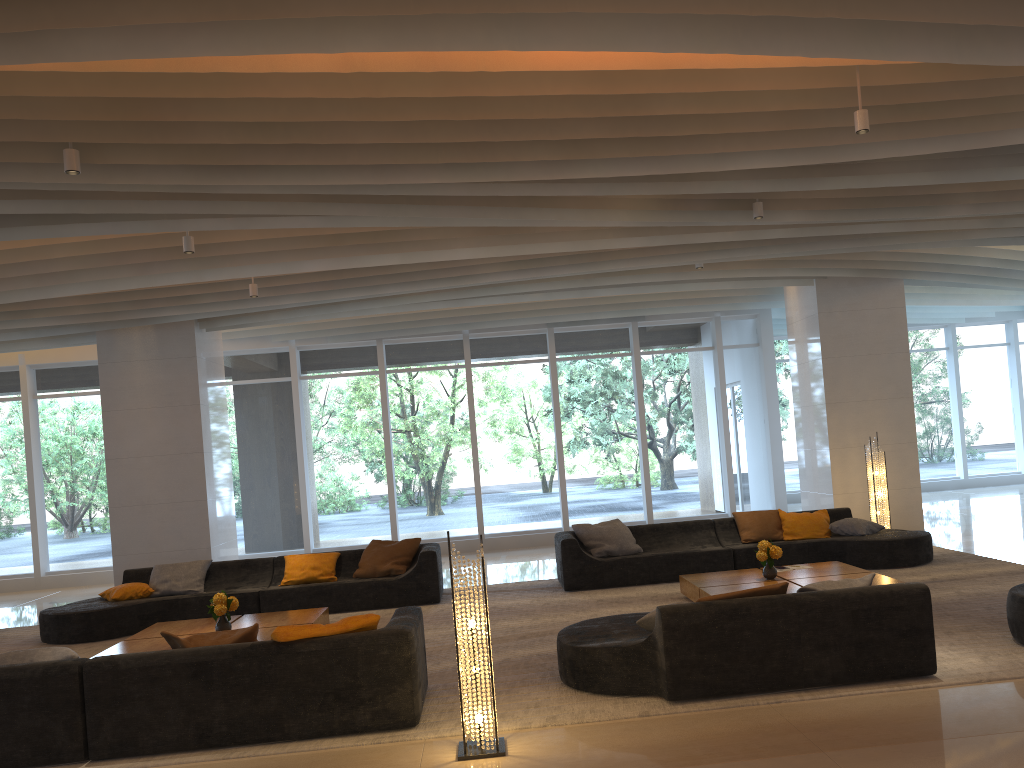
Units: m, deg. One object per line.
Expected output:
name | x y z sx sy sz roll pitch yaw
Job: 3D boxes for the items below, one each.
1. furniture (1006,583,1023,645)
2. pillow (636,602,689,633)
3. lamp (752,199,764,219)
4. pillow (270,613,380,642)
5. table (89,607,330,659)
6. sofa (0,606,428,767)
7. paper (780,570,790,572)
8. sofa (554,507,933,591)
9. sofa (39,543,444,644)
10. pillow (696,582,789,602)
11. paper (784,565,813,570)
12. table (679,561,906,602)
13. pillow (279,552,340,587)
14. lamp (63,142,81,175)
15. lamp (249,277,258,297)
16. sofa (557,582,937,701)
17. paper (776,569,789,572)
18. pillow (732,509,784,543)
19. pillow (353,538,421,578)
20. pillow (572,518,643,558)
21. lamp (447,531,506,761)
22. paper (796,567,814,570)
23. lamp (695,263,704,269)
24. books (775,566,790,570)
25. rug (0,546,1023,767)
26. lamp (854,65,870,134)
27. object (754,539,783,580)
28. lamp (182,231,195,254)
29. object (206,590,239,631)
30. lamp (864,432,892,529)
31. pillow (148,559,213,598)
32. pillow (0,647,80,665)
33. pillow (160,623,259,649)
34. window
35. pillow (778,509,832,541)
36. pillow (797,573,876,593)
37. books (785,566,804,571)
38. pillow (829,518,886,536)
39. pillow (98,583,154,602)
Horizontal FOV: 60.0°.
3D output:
furniture | 3.862 1.543 5.931 0.980 0.363 0.988 -5 -4 6
pillow | 1.093 1.520 5.771 0.423 0.246 0.478 -7 -4 32
lamp | 2.167 -2.246 8.014 0.088 1.504 0.090 -5 -1 42
pillow | -1.174 1.604 5.451 0.646 0.377 0.542 -3 -3 -25
table | -2.520 2.246 7.639 1.603 0.219 1.601 -4 -4 -3
sofa | -2.451 1.900 5.493 3.783 0.582 0.942 -4 -3 -4
paper | 2.585 1.799 8.604 0.198 0.001 0.262 -4 -4 -12
sofa | 2.575 1.836 10.096 4.175 0.581 1.343 -5 -4 3
sofa | -2.839 2.227 9.574 4.153 0.582 1.351 -4 -4 -5
pillow | 1.438 1.444 5.619 0.605 0.391 0.398 -4 -2 -1
paper | 2.791 1.786 8.653 0.187 0.001 0.255 -3 -4 -16
table | 2.481 1.875 7.994 1.603 0.219 1.601 -4 -4 -3
pillow | -2.244 2.085 9.840 0.638 0.393 0.450 -4 -3 -4
lamp | -2.751 -2.042 5.443 0.089 1.504 0.088 -4 -1 -12
lamp | -2.909 -1.713 9.808 0.089 1.504 0.088 -4 -1 -12
sofa | 1.424 1.629 5.948 2.256 0.576 1.355 -4 -4 -4
paper | 2.589 1.799 8.607 0.187 0.001 0.256 -4 -4 -11
pillow | 2.890 1.658 10.262 0.577 0.374 0.370 -4 -2 -5
pillow | -1.403 1.950 9.984 0.633 0.377 0.553 -6 -3 19
pillow | 1.090 1.765 10.161 0.646 0.377 0.542 -3 -3 -25
lamp | -0.209 1.375 4.777 0.251 1.196 0.250 -4 -1 -3
paper | 2.791 1.787 8.653 0.192 0.001 0.258 -3 -4 -16
lamp | 2.099 -2.081 10.207 0.088 1.504 0.090 -5 -1 42
books | 2.608 1.789 8.616 0.112 0.011 0.180 -4 -4 -12
rug | -2.834 2.382 7.616 16.246 0.022 5.514 -4 -4 -4
lamp | 2.252 -2.409 5.855 0.088 1.504 0.090 -5 -1 42
object | 2.341 1.593 8.088 0.236 0.376 0.266 -4 -2 -1
lamp | -2.835 -1.877 7.633 0.090 1.504 0.088 -4 -1 -30
object | -2.439 1.929 7.495 0.263 0.376 0.238 -5 -2 19
lamp | 4.596 1.328 11.135 0.251 1.449 0.250 -4 -1 -3
pillow | -3.660 2.172 9.738 0.666 0.416 0.462 -4 -3 -3
pillow | -2.850 1.792 5.404 0.587 0.376 0.421 -4 -3 -1
pillow | -1.816 1.677 5.478 0.602 0.409 0.444 -4 -3 -1
window | -5.150 1.016 11.715 55.287 3.215 21.860 -1 -5 -38
pillow | 3.394 1.631 10.239 0.605 0.402 0.476 -5 -3 4
pillow | 2.071 1.398 5.771 0.565 0.344 0.457 -4 -3 -5
books | 2.688 1.787 8.618 0.214 0.011 0.180 -3 -4 -22
pillow | 3.945 1.642 10.142 0.595 0.208 0.433 -1 -5 -43
pillow | -4.172 2.257 9.594 0.455 0.192 0.578 -2 -5 -38
